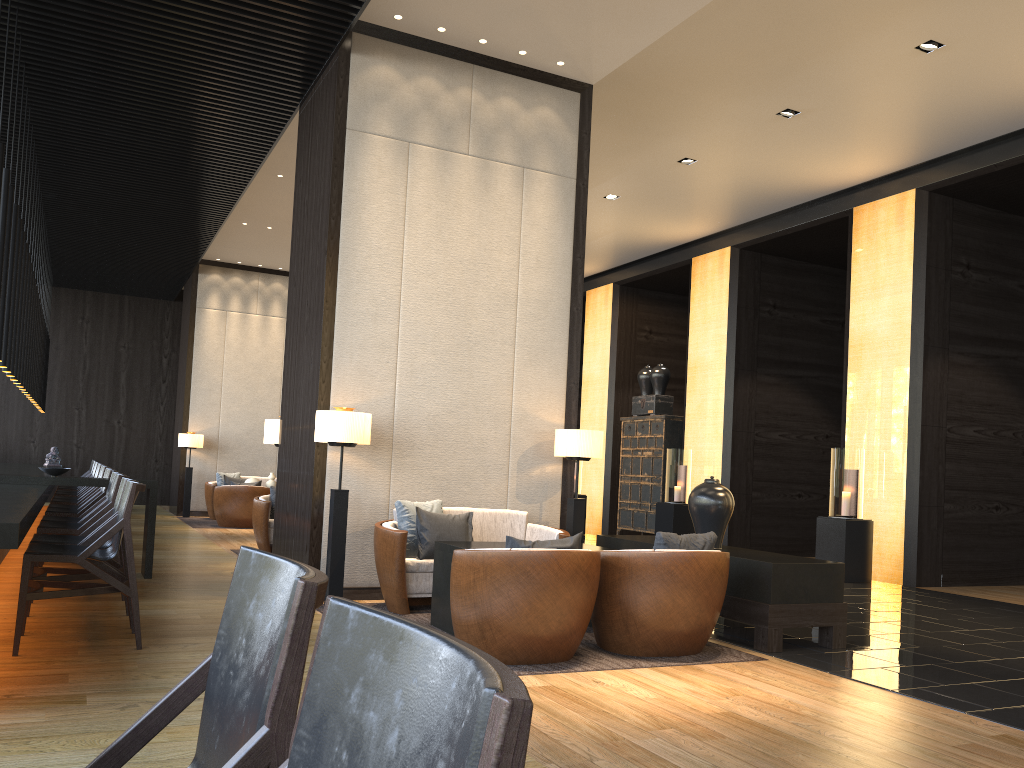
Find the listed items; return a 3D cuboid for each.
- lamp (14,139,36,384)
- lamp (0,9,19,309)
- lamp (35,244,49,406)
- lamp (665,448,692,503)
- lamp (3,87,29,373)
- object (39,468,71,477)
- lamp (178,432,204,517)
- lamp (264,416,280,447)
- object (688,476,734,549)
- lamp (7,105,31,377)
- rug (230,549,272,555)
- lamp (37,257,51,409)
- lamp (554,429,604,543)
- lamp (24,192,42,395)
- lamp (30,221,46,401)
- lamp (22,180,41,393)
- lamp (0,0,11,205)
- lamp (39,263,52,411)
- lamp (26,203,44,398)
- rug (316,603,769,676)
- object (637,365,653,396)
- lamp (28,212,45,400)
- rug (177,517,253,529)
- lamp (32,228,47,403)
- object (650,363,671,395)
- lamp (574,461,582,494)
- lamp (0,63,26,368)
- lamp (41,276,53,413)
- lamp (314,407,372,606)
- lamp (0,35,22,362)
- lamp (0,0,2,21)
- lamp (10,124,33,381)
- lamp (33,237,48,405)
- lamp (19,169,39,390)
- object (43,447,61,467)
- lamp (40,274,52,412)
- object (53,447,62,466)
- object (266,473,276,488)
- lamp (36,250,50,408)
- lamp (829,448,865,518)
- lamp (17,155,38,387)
[{"bbox_3d":[-4.662,-1.207,8.497,0.060,2.414,0.060,4,-3,-31],"label":"lamp"},{"bbox_3d":[-3.423,-1.397,5.980,0.060,2.414,0.060,4,-3,-31],"label":"lamp"},{"bbox_3d":[-6.772,-0.885,12.785,0.060,2.414,0.060,4,-3,-31],"label":"lamp"},{"bbox_3d":[2.263,1.250,12.050,0.336,0.727,0.338,1,-4,37],"label":"lamp"},{"bbox_3d":[-4.050,-1.301,7.253,0.060,2.414,0.060,4,-3,-31],"label":"lamp"},{"bbox_3d":[-3.503,0.679,6.782,0.228,0.067,0.228,5,-6,-23],"label":"object"},{"bbox_3d":[-5.125,1.439,14.036,0.375,1.347,0.376,3,-3,4],"label":"lamp"},{"bbox_3d":[-1.976,0.958,7.636,0.375,1.347,0.376,3,-3,4],"label":"lamp"},{"bbox_3d":[1.362,0.877,6.067,0.312,0.491,0.311,6,-5,-45],"label":"object"},{"bbox_3d":[-4.252,-1.270,7.662,0.060,2.414,0.060,4,-3,-31],"label":"lamp"},{"bbox_3d":[-1.623,1.767,8.817,1.961,0.008,2.245,6,-6,-26],"label":"rug"},{"bbox_3d":[-7.208,-0.819,13.671,0.060,2.414,0.060,4,-3,-31],"label":"lamp"},{"bbox_3d":[0.490,1.019,6.832,0.374,1.315,0.376,2,-3,18],"label":"lamp"},{"bbox_3d":[-5.514,-1.078,10.227,0.060,2.414,0.060,4,-3,-31],"label":"lamp"},{"bbox_3d":[-6.141,-0.982,11.502,0.060,2.414,0.060,4,-3,-31],"label":"lamp"},{"bbox_3d":[-5.295,-1.111,9.784,0.060,2.414,0.060,4,-3,-21],"label":"lamp"},{"bbox_3d":[-3.180,-1.434,5.485,0.060,2.414,0.060,4,-3,-31],"label":"lamp"},{"bbox_3d":[-7.429,-0.785,14.119,0.060,2.414,0.060,4,-3,-31],"label":"lamp"},{"bbox_3d":[-5.732,-1.044,10.671,0.060,2.414,0.060,4,-3,-21],"label":"lamp"},{"bbox_3d":[0.021,1.516,5.476,2.044,0.008,2.245,6,-6,-26],"label":"rug"},{"bbox_3d":[2.092,-0.049,13.684,0.312,0.491,0.312,5,-4,-30],"label":"object"},{"bbox_3d":[-5.932,-1.014,11.078,0.060,2.414,0.060,4,-3,-31],"label":"lamp"},{"bbox_3d":[-3.894,2.113,13.432,2.044,0.008,2.245,6,-6,-26],"label":"rug"},{"bbox_3d":[-6.345,-0.951,11.917,0.060,2.414,0.060,4,-3,-31],"label":"lamp"},{"bbox_3d":[2.238,-0.072,13.386,0.312,0.491,0.311,6,-5,-45],"label":"object"},{"bbox_3d":[0.987,1.445,14.642,0.337,0.727,0.337,4,-3,-17],"label":"lamp"},{"bbox_3d":[-3.845,-1.332,6.835,0.060,2.414,0.060,4,-3,-31],"label":"lamp"},{"bbox_3d":[-7.881,-0.716,15.039,0.060,2.414,0.060,4,-3,-31],"label":"lamp"},{"bbox_3d":[-1.178,0.837,6.014,0.376,1.347,0.375,5,-3,-36],"label":"lamp"},{"bbox_3d":[-3.614,-1.367,6.367,0.060,2.414,0.060,4,-3,-31],"label":"lamp"},{"bbox_3d":[-2.952,-1.468,5.022,0.060,2.414,0.060,4,-3,-31],"label":"lamp"},{"bbox_3d":[-4.466,-1.237,8.098,0.060,2.414,0.060,4,-3,-31],"label":"lamp"},{"bbox_3d":[-6.565,-0.917,12.364,0.060,2.414,0.060,4,-3,-31],"label":"lamp"},{"bbox_3d":[-5.095,-1.141,9.376,0.060,2.414,0.060,4,-3,-31],"label":"lamp"},{"bbox_3d":[-7.307,1.153,14.089,0.162,0.309,0.208,0,-4,44],"label":"object"},{"bbox_3d":[-7.653,-0.751,14.575,0.060,2.414,0.060,4,-3,-31],"label":"lamp"},{"bbox_3d":[-7.413,1.169,14.315,0.209,0.312,0.164,3,-3,-1],"label":"object"},{"bbox_3d":[-3.710,1.499,13.666,0.174,0.256,0.175,3,-3,-6],"label":"object"},{"bbox_3d":[-6.984,-0.853,13.216,0.060,2.414,0.060,4,-3,-31],"label":"lamp"},{"bbox_3d":[3.559,1.052,9.415,0.336,0.727,0.338,1,-4,37],"label":"lamp"},{"bbox_3d":[-4.884,-1.174,8.947,0.060,2.414,0.060,4,-3,-21],"label":"lamp"}]
